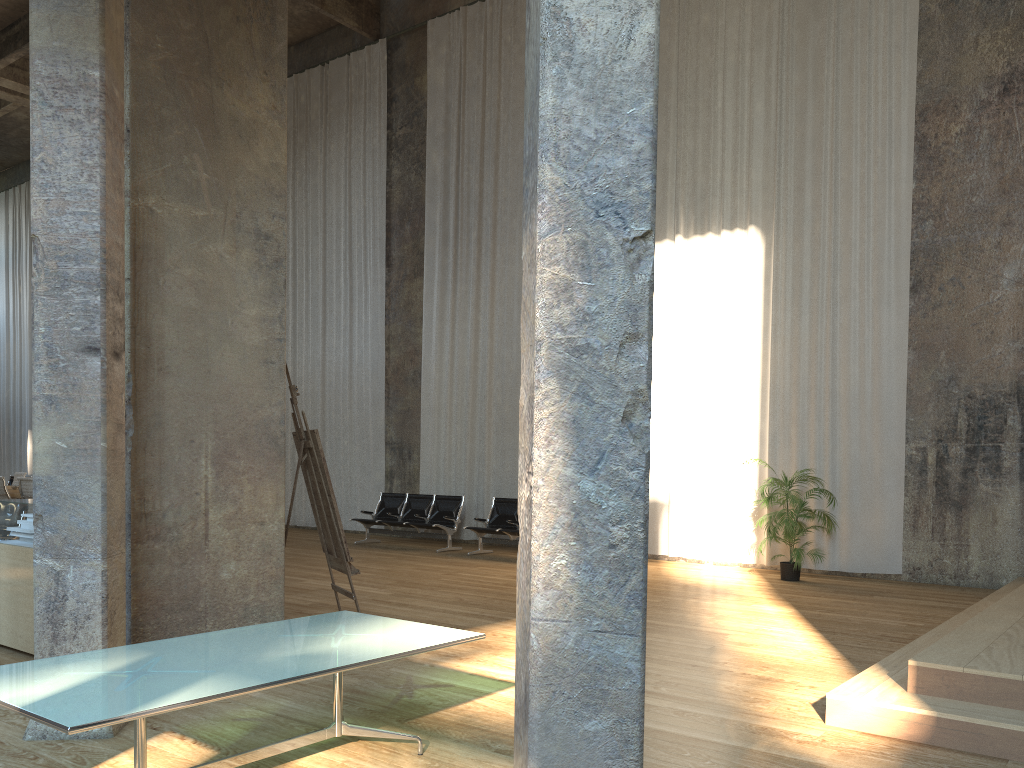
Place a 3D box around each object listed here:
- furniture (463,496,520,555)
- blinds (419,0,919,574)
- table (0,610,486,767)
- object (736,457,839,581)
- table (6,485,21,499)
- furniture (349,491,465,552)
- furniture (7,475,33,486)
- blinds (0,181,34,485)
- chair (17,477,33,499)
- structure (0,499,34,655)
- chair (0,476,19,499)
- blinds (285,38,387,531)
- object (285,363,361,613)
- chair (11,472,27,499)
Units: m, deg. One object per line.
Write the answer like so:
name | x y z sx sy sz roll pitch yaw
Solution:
furniture | 0.234 2.031 12.308 1.868 0.844 0.709 -2 -2 37
blinds | 1.544 -1.898 12.523 7.815 8.672 0.274 0 1 38
table | -1.063 1.345 3.526 0.939 0.546 1.876 -2 -5 37
object | 3.256 1.602 10.435 1.127 1.460 1.092 1 0 28
table | -7.515 2.139 14.374 7.699 0.760 1.605 -3 -5 37
furniture | -1.661 2.135 13.760 1.868 0.844 0.709 -2 -2 37
furniture | -12.500 2.724 21.991 1.868 0.844 0.709 -2 -2 37
blinds | -12.200 -1.143 23.049 7.815 8.672 0.274 0 2 36
chair | -6.891 1.888 12.956 0.664 1.028 0.699 1 0 37
structure | -3.140 1.326 6.184 0.734 1.017 0.744 1 0 38
chair | -7.628 1.929 13.528 0.664 1.028 0.699 1 0 43
blinds | -5.318 -1.521 17.778 7.815 8.672 0.274 0 1 38
object | -1.452 0.834 6.395 0.685 2.152 0.699 0 2 -26
chair | -9.683 2.200 16.815 0.664 1.028 0.699 1 0 43
